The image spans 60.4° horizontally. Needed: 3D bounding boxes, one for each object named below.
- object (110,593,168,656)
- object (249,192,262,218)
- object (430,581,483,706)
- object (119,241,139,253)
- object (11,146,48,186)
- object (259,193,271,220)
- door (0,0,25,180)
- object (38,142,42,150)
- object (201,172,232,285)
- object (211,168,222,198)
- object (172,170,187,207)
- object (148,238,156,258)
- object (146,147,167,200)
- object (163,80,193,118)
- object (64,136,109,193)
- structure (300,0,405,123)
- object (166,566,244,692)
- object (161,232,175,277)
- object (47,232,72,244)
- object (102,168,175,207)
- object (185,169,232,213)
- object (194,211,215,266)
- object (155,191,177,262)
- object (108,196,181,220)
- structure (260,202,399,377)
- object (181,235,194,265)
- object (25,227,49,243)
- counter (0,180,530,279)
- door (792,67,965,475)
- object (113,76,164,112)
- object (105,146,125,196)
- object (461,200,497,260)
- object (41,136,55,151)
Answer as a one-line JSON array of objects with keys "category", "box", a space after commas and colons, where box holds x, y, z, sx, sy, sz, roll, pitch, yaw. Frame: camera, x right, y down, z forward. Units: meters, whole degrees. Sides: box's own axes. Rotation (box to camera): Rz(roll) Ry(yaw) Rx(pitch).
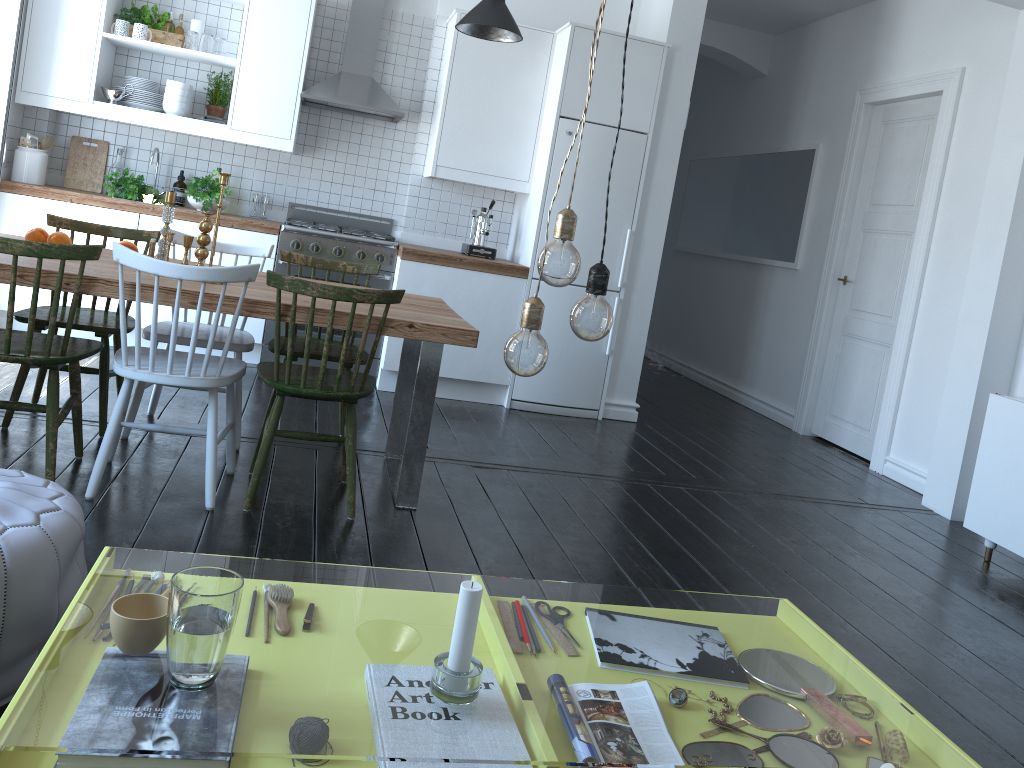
[{"category": "object", "box": [-0.543, 0.356, 1.287, 0.087, 0.066, 0.087, 12, 8, 14]}, {"category": "object", "box": [-1.674, -1.170, 5.746, 0.059, 0.171, 0.059, 10, 4, 0]}, {"category": "object", "box": [-0.073, 0.378, 1.310, 0.075, 0.172, 0.074, 11, 5, 21]}, {"category": "object", "box": [-1.534, -0.527, 3.503, 0.089, 0.083, 0.085, 10, 7, -1]}, {"category": "object", "box": [-2.845, -1.288, 5.198, 0.173, 0.206, 0.176, 9, 6, -9]}, {"category": "object", "box": [-1.610, -1.157, 5.739, 0.059, 0.171, 0.059, 10, 4, 0]}, {"category": "door", "box": [-3.042, -1.309, 4.713, 0.583, 2.010, 0.106, 8, 4, -19]}, {"category": "object", "box": [-2.824, -1.317, 5.242, 0.116, 0.245, 0.050, 14, 5, 41]}, {"category": "object", "box": [-1.094, -0.577, 3.258, 0.115, 0.407, 0.113, 13, 5, 38]}, {"category": "object", "box": [-1.894, -1.244, 5.641, 0.066, 0.280, 0.067, 8, 4, -19]}, {"category": "object", "box": [-2.125, -1.253, 5.632, 0.086, 0.229, 0.085, 13, 6, 41]}, {"category": "object", "box": [-1.426, -0.523, 3.484, 0.102, 0.113, 0.104, 6, 7, -28]}, {"category": "object", "box": [-2.215, -1.301, 5.524, 0.187, 0.350, 0.279, 6, 7, -37]}, {"category": "object", "box": [-2.062, -1.754, 5.437, 0.149, 0.214, 0.314, 8, 8, -16]}, {"category": "object", "box": [-2.674, -1.380, 5.536, 0.219, 0.327, 0.041, 8, 4, -13]}, {"category": "structure", "box": [-0.914, -2.379, 5.575, 0.631, 1.294, 0.535, 9, 4, -13]}, {"category": "object", "box": [-0.435, 0.344, 1.229, 0.099, 0.145, 0.097, 14, 7, 37]}, {"category": "object", "box": [-1.260, -0.474, 3.223, 0.081, 0.159, 0.080, 13, 6, 33]}, {"category": "object", "box": [-1.727, -0.537, 3.360, 0.084, 0.087, 0.091, 11, 7, 13]}, {"category": "object", "box": [-2.246, -1.139, 5.314, 0.467, 0.305, 0.288, 3, 9, -40]}, {"category": "object", "box": [-1.869, -1.191, 5.414, 0.270, 0.267, 0.344, 7, 8, -23]}, {"category": "object", "box": [-1.222, -0.556, 3.483, 0.101, 0.245, 0.101, 10, 4, 10]}, {"category": "object", "box": [-1.327, -0.586, 3.376, 0.141, 0.308, 0.140, 12, 5, 29]}, {"category": "object", "box": [-2.248, -1.062, 5.389, 0.370, 0.110, 0.360, 7, 10, -13]}, {"category": "structure", "box": [-1.152, -0.592, 5.597, 0.697, 1.011, 0.732, 8, 6, -14]}, {"category": "object", "box": [-1.309, -0.525, 3.538, 0.049, 0.138, 0.050, 9, 4, -14]}, {"category": "object", "box": [-1.809, -0.553, 3.358, 0.087, 0.089, 0.085, 7, 7, -23]}, {"category": "counter", "box": [-1.478, -0.953, 5.424, 3.087, 0.073, 0.860, 7, 10, -13]}, {"category": "door", "box": [2.386, -0.761, 5.776, 0.115, 2.456, 1.055, 9, 4, -14]}, {"category": "object", "box": [-2.299, -1.784, 5.437, 0.299, 0.193, 0.311, 8, 8, -12]}, {"category": "object", "box": [-2.488, -1.344, 5.548, 0.097, 0.315, 0.099, 9, 4, -14]}, {"category": "object", "box": [-0.177, -0.990, 5.615, 0.205, 0.367, 0.358, 9, 7, -14]}, {"category": "object", "box": [-2.812, -1.338, 5.240, 0.130, 0.294, 0.057, 7, 5, -34]}]
